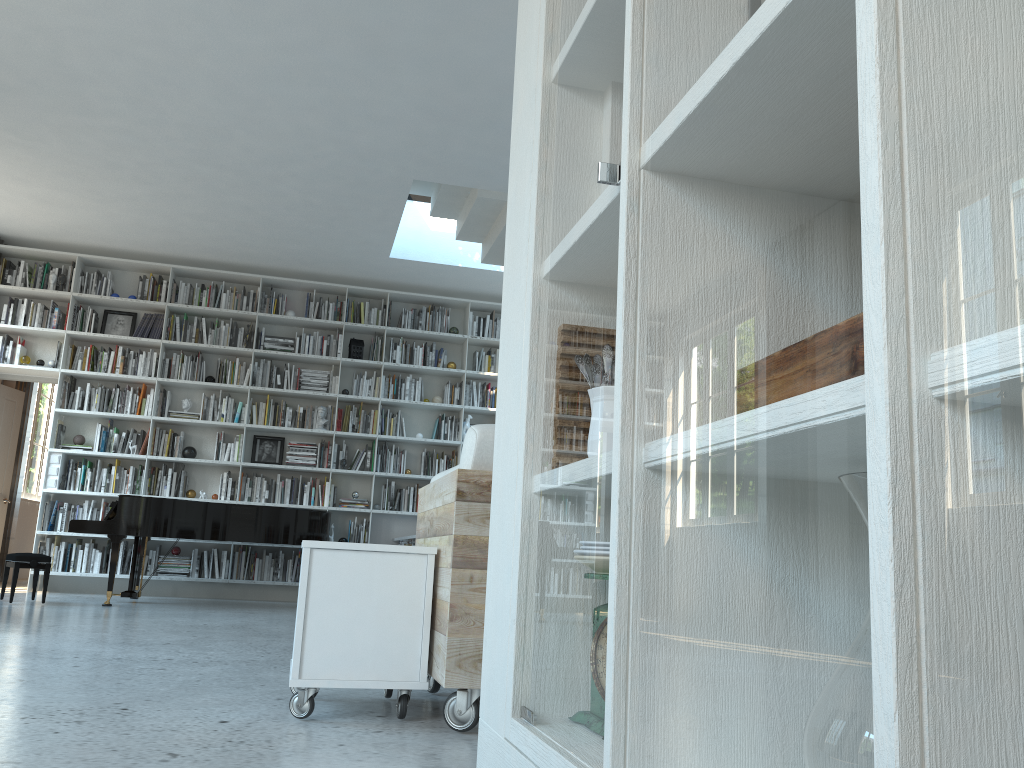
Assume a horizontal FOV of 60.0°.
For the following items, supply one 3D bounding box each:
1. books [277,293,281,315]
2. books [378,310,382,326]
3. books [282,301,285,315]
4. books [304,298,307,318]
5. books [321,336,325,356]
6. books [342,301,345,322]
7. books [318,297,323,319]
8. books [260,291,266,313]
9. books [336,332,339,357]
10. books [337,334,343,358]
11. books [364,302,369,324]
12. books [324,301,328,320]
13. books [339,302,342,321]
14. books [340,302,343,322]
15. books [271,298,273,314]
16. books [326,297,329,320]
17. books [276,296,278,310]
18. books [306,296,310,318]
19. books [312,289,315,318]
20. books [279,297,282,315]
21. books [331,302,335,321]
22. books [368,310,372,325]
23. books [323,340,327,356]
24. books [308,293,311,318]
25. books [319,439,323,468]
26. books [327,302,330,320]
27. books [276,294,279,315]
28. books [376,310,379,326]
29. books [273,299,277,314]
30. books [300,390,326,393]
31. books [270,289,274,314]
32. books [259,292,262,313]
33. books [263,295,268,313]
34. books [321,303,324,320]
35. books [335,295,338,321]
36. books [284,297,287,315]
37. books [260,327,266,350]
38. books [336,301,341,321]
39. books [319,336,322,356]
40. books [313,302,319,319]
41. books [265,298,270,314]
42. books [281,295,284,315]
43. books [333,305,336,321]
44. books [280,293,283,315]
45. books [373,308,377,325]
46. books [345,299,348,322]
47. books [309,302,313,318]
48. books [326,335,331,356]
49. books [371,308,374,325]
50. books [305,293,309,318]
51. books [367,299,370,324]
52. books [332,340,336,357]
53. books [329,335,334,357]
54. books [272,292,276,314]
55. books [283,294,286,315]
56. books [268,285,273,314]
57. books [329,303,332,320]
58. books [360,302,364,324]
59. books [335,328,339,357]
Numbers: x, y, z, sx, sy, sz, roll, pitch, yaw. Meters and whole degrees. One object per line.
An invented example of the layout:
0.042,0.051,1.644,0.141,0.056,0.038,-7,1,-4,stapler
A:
-2.345,-0.771,8.930,0.013,0.264,0.147,5,-11,-13,books
-1.369,-0.642,9.140,0.022,0.193,0.182,5,-11,-13,books
-2.304,-0.728,8.935,0.010,0.186,0.152,5,-11,-13,books
-2.097,-0.736,8.991,0.012,0.245,0.151,5,-11,-13,books
-1.911,-0.353,8.951,0.012,0.230,0.158,5,-11,-13,books
-1.728,-0.706,9.074,0.022,0.256,0.137,5,-11,-13,books
-1.956,-0.734,9.028,0.028,0.269,0.140,5,-11,-13,books
-2.495,-0.783,8.883,0.026,0.252,0.186,5,-11,-13,books
-1.778,-0.369,9.011,0.010,0.299,0.133,5,-11,-13,books
-1.737,-0.351,8.932,0.037,0.236,0.273,5,-11,-13,books
-1.503,-0.693,9.127,0.030,0.274,0.151,5,-11,-13,books
-1.897,-0.715,9.024,0.023,0.236,0.154,5,-11,-13,books
-1.759,-0.702,9.068,0.014,0.243,0.145,5,-11,-13,books
-1.744,-0.700,9.062,0.014,0.238,0.153,5,-11,-13,books
-2.414,-0.746,8.923,0.011,0.205,0.146,5,-11,-13,books
-1.876,-0.732,9.017,0.010,0.270,0.180,5,-11,-13,books
-2.373,-0.754,8.941,0.006,0.232,0.136,5,-11,-13,books
-2.072,-0.744,8.997,0.011,0.266,0.129,5,-11,-13,books
-2.016,-0.775,8.997,0.010,0.331,0.186,5,-11,-13,books
-2.332,-0.748,8.925,0.016,0.219,0.144,5,-11,-13,books
-1.834,-0.702,9.061,0.026,0.233,0.137,5,-11,-13,books
-1.466,-0.647,9.106,0.022,0.179,0.173,5,-11,-13,books
-1.892,-0.331,8.948,0.029,0.188,0.176,5,-11,-13,books
-2.059,-0.759,8.994,0.011,0.295,0.157,5,-11,-13,books
-1.898,0.705,8.796,0.011,0.298,0.130,5,-11,-13,books
-1.869,-0.703,9.024,0.012,0.216,0.179,5,-11,-13,books
-2.360,-0.763,8.932,0.014,0.247,0.139,5,-11,-13,books
-1.393,-0.648,9.142,0.025,0.203,0.162,5,-11,-13,books
-2.383,-0.741,8.915,0.023,0.195,0.172,5,-11,-13,books
-1.986,0.086,8.864,0.254,0.012,0.161,5,-12,-10,books
-2.419,-0.793,8.918,0.010,0.295,0.153,5,-11,-13,books
-2.518,-0.781,8.897,0.012,0.253,0.161,5,-11,-13,books
-2.477,-0.764,8.904,0.023,0.227,0.157,5,-11,-13,books
-1.924,-0.702,9.010,0.033,0.202,0.166,5,-11,-13,books
-1.797,-0.738,9.063,0.012,0.307,0.138,5,-11,-13,books
-2.289,-0.748,8.956,0.004,0.235,0.138,5,-11,-13,books
-2.476,-0.419,8.814,0.021,0.248,0.192,5,-11,-13,books
-1.777,-0.706,9.053,0.028,0.243,0.161,5,-11,-13,books
-1.937,-0.356,8.965,0.011,0.238,0.139,5,-11,-13,books
-1.991,-0.712,8.997,0.050,0.210,0.173,5,-11,-13,books
-2.451,-0.748,8.894,0.026,0.194,0.166,5,-11,-13,books
-2.316,-0.758,8.948,0.013,0.249,0.148,5,-11,-13,books
-1.814,-0.687,9.056,0.014,0.204,0.135,5,-11,-13,books
-2.320,-0.765,8.929,0.005,0.254,0.168,5,-11,-13,books
-1.415,-0.659,9.118,0.031,0.213,0.170,5,-11,-13,books
-1.703,-0.717,9.084,0.012,0.284,0.160,5,-11,-13,books
-2.044,-0.712,9.002,0.031,0.208,0.147,5,-11,-13,books
-1.861,-0.358,8.959,0.032,0.248,0.173,5,-11,-13,books
-1.443,-0.655,9.114,0.024,0.201,0.180,5,-11,-13,books
-2.080,-0.761,8.981,0.014,0.292,0.176,5,-11,-13,books
-1.480,-0.705,9.116,0.010,0.297,0.168,5,-11,-13,books
-1.805,-0.329,8.970,0.029,0.202,0.192,5,-11,-13,books
-1.835,-0.358,8.982,0.029,0.261,0.133,5,-11,-13,books
-2.395,-0.779,8.906,0.011,0.264,0.163,5,-11,-13,books
-2.291,-0.762,8.938,0.011,0.255,0.143,5,-11,-13,books
-2.431,-0.815,8.925,0.014,0.340,0.145,5,-11,-13,books
-1.848,-0.697,9.010,0.023,0.202,0.193,5,-11,-13,books
-1.540,-0.691,9.096,0.054,0.254,0.191,5,-11,-13,books
-1.783,-0.390,8.995,0.012,0.333,0.156,5,-11,-13,books
